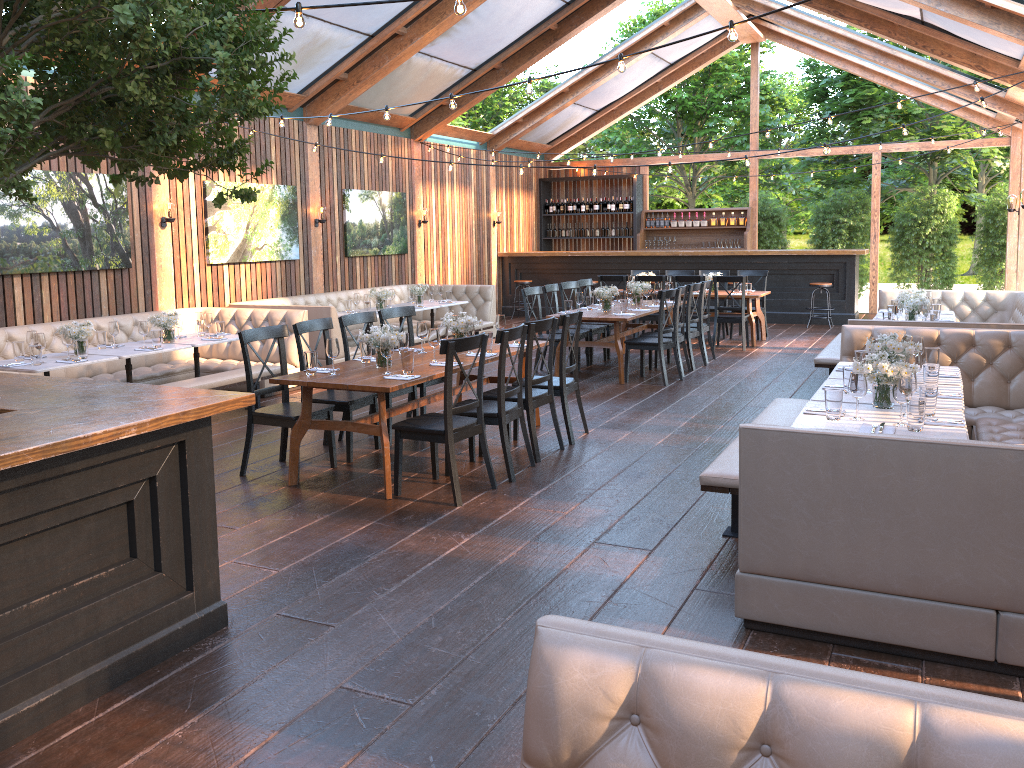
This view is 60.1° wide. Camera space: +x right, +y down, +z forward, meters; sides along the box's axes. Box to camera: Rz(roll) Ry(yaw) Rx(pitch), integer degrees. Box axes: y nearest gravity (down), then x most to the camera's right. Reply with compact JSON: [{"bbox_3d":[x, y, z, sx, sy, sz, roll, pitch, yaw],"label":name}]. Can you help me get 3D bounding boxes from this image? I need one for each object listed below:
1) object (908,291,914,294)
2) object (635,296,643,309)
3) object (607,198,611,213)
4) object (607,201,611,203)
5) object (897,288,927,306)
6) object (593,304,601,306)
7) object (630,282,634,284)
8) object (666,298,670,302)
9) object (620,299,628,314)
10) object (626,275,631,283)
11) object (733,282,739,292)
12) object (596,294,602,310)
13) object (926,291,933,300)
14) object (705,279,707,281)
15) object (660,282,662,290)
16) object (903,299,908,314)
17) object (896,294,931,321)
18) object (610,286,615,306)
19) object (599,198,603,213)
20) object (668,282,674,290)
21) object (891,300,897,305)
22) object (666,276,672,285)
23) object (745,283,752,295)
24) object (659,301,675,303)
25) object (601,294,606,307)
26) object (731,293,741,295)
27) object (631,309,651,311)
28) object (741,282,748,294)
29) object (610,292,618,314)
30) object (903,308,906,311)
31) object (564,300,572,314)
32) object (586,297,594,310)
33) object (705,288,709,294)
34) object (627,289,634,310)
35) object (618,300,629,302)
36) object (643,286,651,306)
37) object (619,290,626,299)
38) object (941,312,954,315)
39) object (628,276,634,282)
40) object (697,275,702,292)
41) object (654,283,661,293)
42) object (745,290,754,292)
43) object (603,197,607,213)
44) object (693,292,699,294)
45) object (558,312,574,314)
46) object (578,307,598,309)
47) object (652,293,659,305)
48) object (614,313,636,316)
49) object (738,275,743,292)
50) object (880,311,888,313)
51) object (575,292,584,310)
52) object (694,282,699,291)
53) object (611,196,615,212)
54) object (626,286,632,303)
[{"bbox_3d":[4.569,-0.949,10.156,0.092,0.243,0.093,-4,7,-21],"label":"object"},{"bbox_3d":[1.511,-0.966,10.500,0.092,0.157,0.092,-6,9,-37],"label":"object"},{"bbox_3d":[2.049,-3.775,18.683,0.077,0.305,0.077,5,8,42],"label":"object"},{"bbox_3d":[2.050,-3.806,18.848,0.136,0.314,0.137,-2,7,-12],"label":"object"},{"bbox_3d":[4.408,-0.901,9.699,0.329,0.307,0.339,-1,8,1],"label":"object"},{"bbox_3d":[1.154,-0.998,11.123,0.255,0.019,0.158,4,11,26],"label":"object"},{"bbox_3d":[1.808,-1.449,13.290,0.092,0.157,0.092,-6,9,-37],"label":"object"},{"bbox_3d":[2.011,-1.144,11.479,0.092,0.157,0.092,-6,9,-37],"label":"object"},{"bbox_3d":[1.265,-0.874,9.970,0.092,0.157,0.092,-3,7,-17],"label":"object"},{"bbox_3d":[1.826,-1.579,13.801,0.092,0.243,0.093,-4,7,-21],"label":"object"},{"bbox_3d":[3.338,-1.457,13.184,0.092,0.157,0.092,-6,9,-37],"label":"object"},{"bbox_3d":[1.038,-1.002,10.494,0.092,0.243,0.093,-4,7,-21],"label":"object"},{"bbox_3d":[4.711,-0.927,10.016,0.092,0.243,0.093,-4,7,-21],"label":"object"},{"bbox_3d":[2.800,-1.447,12.927,0.092,0.243,0.093,-4,7,-21],"label":"object"},{"bbox_3d":[2.326,-1.522,13.665,0.092,0.157,0.092,-6,9,-37],"label":"object"},{"bbox_3d":[4.423,-0.915,9.973,0.092,0.243,0.093,-4,7,-21],"label":"object"},{"bbox_3d":[4.009,-0.747,8.839,0.337,0.307,0.330,-8,11,-41],"label":"object"},{"bbox_3d":[1.247,-1.085,10.962,0.092,0.243,0.093,-4,7,-21],"label":"object"},{"bbox_3d":[1.893,-3.788,18.786,0.075,0.300,0.076,0,6,9],"label":"object"},{"bbox_3d":[2.339,-1.415,13.037,0.092,0.157,0.092,-6,9,-37],"label":"object"},{"bbox_3d":[4.316,-0.867,9.957,0.092,0.157,0.092,1,7,12],"label":"object"},{"bbox_3d":[2.332,-1.475,13.138,0.092,0.243,0.093,-4,7,-21],"label":"object"},{"bbox_3d":[3.352,-1.348,12.542,0.092,0.157,0.092,-6,9,-37],"label":"object"},{"bbox_3d":[1.980,-1.049,11.335,0.255,0.019,0.158,4,11,26],"label":"object"},{"bbox_3d":[1.135,-1.035,10.932,0.092,0.157,0.092,-6,9,-37],"label":"object"},{"bbox_3d":[3.186,-1.285,12.600,0.157,0.019,0.257,4,11,26],"label":"object"},{"bbox_3d":[1.487,-0.869,10.344,0.255,0.019,0.158,4,11,26],"label":"object"},{"bbox_3d":[3.329,-1.413,12.668,0.092,0.243,0.093,-4,7,-21],"label":"object"},{"bbox_3d":[1.149,-0.908,9.930,0.092,0.243,0.093,-3,7,-16],"label":"object"},{"bbox_3d":[4.550,-0.924,10.267,0.092,0.157,0.092,1,7,12],"label":"object"},{"bbox_3d":[0.634,-0.859,9.951,0.092,0.157,0.092,-5,8,-27],"label":"object"},{"bbox_3d":[0.922,-0.952,10.463,0.092,0.157,0.092,-6,9,-37],"label":"object"},{"bbox_3d":[2.830,-1.384,12.806,0.092,0.157,0.092,-6,9,-37],"label":"object"},{"bbox_3d":[1.403,-1.004,10.476,0.092,0.243,0.093,-4,7,-21],"label":"object"},{"bbox_3d":[1.446,-1.091,11.636,0.255,0.019,0.158,4,11,26],"label":"object"},{"bbox_3d":[1.666,-1.087,10.928,0.092,0.243,0.093,-4,7,-21],"label":"object"},{"bbox_3d":[1.431,-1.128,11.446,0.092,0.157,0.092,-6,9,-37],"label":"object"},{"bbox_3d":[4.795,-0.793,9.884,0.255,0.019,0.158,4,11,26],"label":"object"},{"bbox_3d":[1.804,-1.511,13.404,0.092,0.243,0.093,-4,7,-21],"label":"object"},{"bbox_3d":[2.831,-1.515,13.320,0.092,0.243,0.093,-4,7,-21],"label":"object"},{"bbox_3d":[1.884,-1.183,11.468,0.092,0.243,0.093,-4,7,-21],"label":"object"},{"bbox_3d":[3.516,-1.385,13.154,0.157,0.019,0.257,4,11,26],"label":"object"},{"bbox_3d":[1.976,-3.793,18.744,0.081,0.322,0.082,-1,6,5],"label":"object"},{"bbox_3d":[2.657,-1.319,12.853,0.157,0.019,0.257,4,11,26],"label":"object"},{"bbox_3d":[0.661,-0.819,10.121,0.255,0.019,0.158,4,11,26],"label":"object"},{"bbox_3d":[0.939,-0.913,10.645,0.255,0.019,0.158,4,11,26],"label":"object"},{"bbox_3d":[1.775,-1.050,10.952,0.092,0.157,0.092,-6,9,-37],"label":"object"},{"bbox_3d":[1.236,-0.775,9.804,0.255,0.019,0.158,4,11,26],"label":"object"},{"bbox_3d":[3.372,-1.479,13.055,0.092,0.243,0.093,-4,7,-21],"label":"object"},{"bbox_3d":[4.343,-0.827,10.128,0.255,0.019,0.158,4,11,26],"label":"object"},{"bbox_3d":[0.761,-0.909,9.977,0.092,0.243,0.093,-3,7,-16],"label":"object"},{"bbox_3d":[2.802,-1.488,13.421,0.092,0.157,0.092,-6,9,-37],"label":"object"},{"bbox_3d":[2.130,-3.785,18.655,0.087,0.332,0.088,0,6,6],"label":"object"},{"bbox_3d":[1.530,-1.179,11.483,0.092,0.243,0.093,-4,7,-21],"label":"object"}]
